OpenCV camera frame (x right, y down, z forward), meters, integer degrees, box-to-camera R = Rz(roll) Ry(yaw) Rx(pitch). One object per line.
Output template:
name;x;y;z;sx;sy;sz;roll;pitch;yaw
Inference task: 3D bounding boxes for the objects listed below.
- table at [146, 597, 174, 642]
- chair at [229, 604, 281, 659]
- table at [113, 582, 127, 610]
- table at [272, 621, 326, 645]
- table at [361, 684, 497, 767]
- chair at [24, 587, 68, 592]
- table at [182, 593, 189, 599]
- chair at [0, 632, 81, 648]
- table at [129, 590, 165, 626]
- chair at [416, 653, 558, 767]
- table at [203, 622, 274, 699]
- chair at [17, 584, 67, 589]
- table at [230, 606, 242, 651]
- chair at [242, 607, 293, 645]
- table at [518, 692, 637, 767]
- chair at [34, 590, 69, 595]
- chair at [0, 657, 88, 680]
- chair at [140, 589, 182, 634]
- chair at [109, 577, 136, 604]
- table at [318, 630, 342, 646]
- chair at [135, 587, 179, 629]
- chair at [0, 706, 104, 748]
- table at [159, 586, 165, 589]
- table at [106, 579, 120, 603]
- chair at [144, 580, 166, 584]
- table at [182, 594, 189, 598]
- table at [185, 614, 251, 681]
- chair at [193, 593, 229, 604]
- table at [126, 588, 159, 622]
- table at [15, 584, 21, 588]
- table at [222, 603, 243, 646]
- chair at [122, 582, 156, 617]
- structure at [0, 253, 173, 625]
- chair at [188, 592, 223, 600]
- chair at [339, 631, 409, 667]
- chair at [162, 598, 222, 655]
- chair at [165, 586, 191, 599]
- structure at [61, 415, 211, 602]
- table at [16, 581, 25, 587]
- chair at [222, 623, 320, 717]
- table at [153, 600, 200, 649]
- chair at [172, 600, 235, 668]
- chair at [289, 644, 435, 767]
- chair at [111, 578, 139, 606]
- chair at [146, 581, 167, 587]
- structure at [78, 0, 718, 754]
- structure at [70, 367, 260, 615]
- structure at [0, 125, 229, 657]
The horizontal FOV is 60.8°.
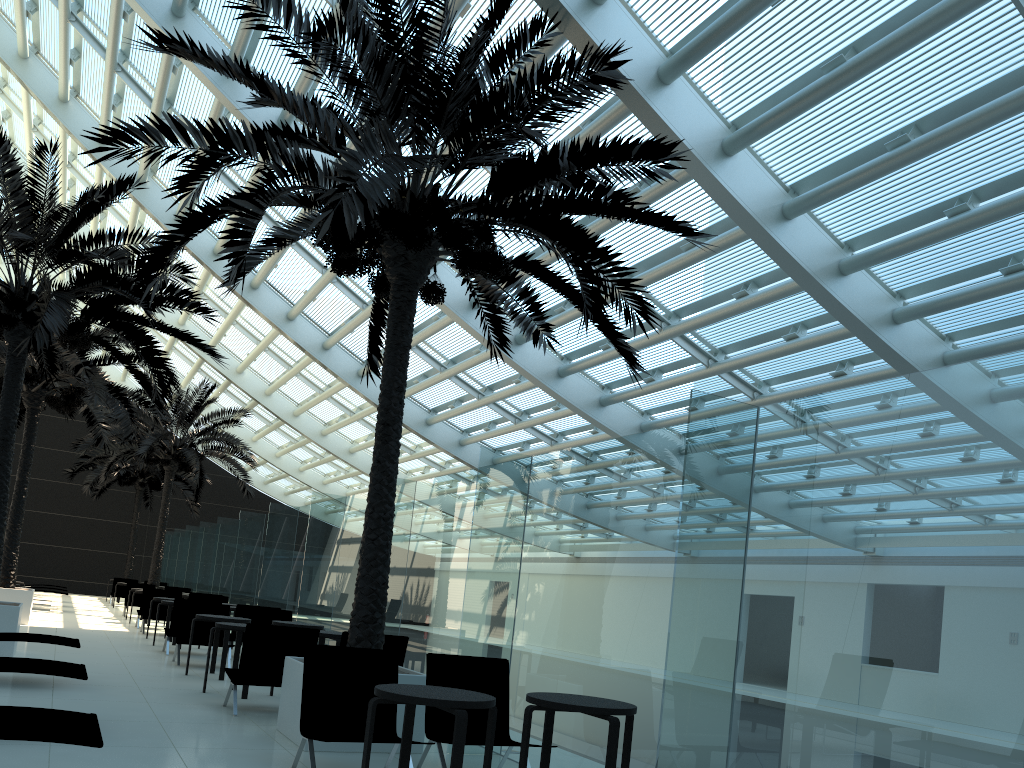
table;-6.375;4.397;16.271;0.678;0.761;0.699;4;-9;12
chair;-4.303;4.070;14.346;0.725;0.865;0.900;10;-10;-26
table;-11.602;6.420;26.355;0.678;0.761;0.699;4;-9;12
table;-2.904;3.590;11.665;0.678;0.761;0.699;4;-9;12
table;-0.470;2.112;4.878;0.678;0.761;0.699;3;-9;20
chair;-13.181;5.367;23.674;2.065;1.127;0.934;12;-10;-27
table;-8.120;5.608;21.728;0.678;0.761;0.699;4;-9;12
chair;-5.408;2.359;8.677;2.065;1.127;0.934;12;-10;-27
table;-8.319;5.145;20.003;0.678;0.761;0.699;4;-9;16
chair;-0.181;2.467;6.361;0.725;0.865;0.900;10;-10;-26
table;-3.017;3.093;9.774;0.678;0.761;0.699;4;-9;16
chair;-14.411;5.843;26.046;2.065;1.127;0.934;12;-10;-27
table;-4.849;4.337;15.397;0.678;0.761;0.699;4;-9;16
chair;-3.523;3.760;12.810;0.725;0.865;0.900;10;-10;-26
table;0.385;2.317;5.319;0.678;0.761;0.699;3;-9;20
chair;-11.989;4.905;21.373;2.065;1.127;0.934;12;-10;-27
chair;-4.216;1.897;6.376;2.065;1.127;0.934;12;-10;-27
chair;-6.967;4.578;17.444;0.725;0.865;0.900;10;-10;-26
chair;-12.968;6.908;29.052;0.725;0.865;0.900;10;-10;-26
table;-2.163;3.298;10.215;0.678;0.761;0.699;4;-9;16
chair;-7.741;4.885;18.968;0.725;0.865;0.900;10;-10;-26
chair;-3.023;1.436;4.076;2.065;1.127;0.934;12;-10;-27
table;-10.747;6.624;26.797;0.678;0.761;0.699;4;-9;12
table;-13.546;7.167;30.087;0.678;0.761;0.699;3;-9;20
chair;-12.146;7.105;29.477;0.725;0.865;0.900;10;-10;-26
table;-7.464;5.349;20.444;0.678;0.761;0.699;4;-9;16
table;-3.759;3.385;11.224;0.678;0.761;0.699;4;-9;12
chair;-6.145;4.774;17.868;0.725;0.865;0.900;10;-10;-26
table;-8.975;5.403;21.287;0.678;0.761;0.699;4;-9;12
table;-13.013;5.394;22.436;0.552;0.503;0.570;3;-10;16
table;-5.520;4.602;16.712;0.678;0.761;0.699;4;-9;12
chair;-9.555;5.579;22.437;0.725;0.865;0.900;10;-10;-26
structure;-9.396;1.117;16.634;4.284;6.718;4.755;5;-8;7
chair;-6.919;5.082;19.393;0.725;0.865;0.900;10;-10;-26
chair;-1.617;3.030;9.164;0.725;0.865;0.900;10;-10;-26
chair;-5.125;3.873;13.921;0.725;0.865;0.900;10;-10;-26
chair;-8.733;5.776;22.861;0.725;0.865;0.900;10;-10;-26
structure;-13.622;4.563;32.104;4.822;6.841;4.556;-1;-10;42
table;-14.243;5.870;24.809;0.552;0.503;0.570;3;-10;16
chair;-2.439;2.834;8.739;0.725;0.865;0.900;10;-10;-26
table;-5.703;4.133;14.956;0.678;0.761;0.699;4;-9;16
chair;-4.346;3.563;12.386;0.725;0.865;0.900;10;-10;-26
chair;-1.003;2.270;5.937;0.725;0.865;0.900;10;-10;-26
chair;-12.194;6.600;27.527;0.725;0.865;0.900;10;-10;-26
chair;-11.372;6.797;27.952;0.725;0.865;0.900;10;-10;-26
structure;-0.990;-0.337;7.687;4.839;6.842;4.540;7;-7;-8
structure;-9.870;3.097;24.808;4.899;6.842;4.484;11;-9;-33
structure;-6.436;0.113;11.358;4.290;6.660;4.747;0;-10;42
